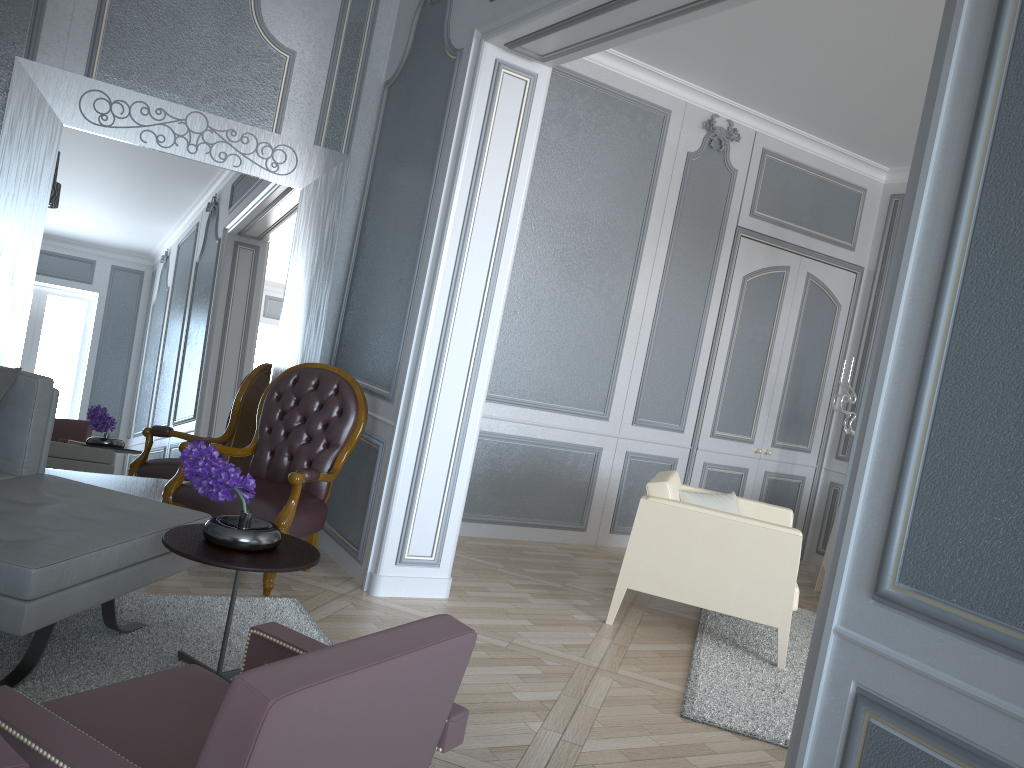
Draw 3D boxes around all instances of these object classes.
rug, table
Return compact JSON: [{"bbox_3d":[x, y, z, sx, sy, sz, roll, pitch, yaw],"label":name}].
[{"bbox_3d":[-1.645,0.678,1.525,3.199,0.010,2.022,10,3,-30],"label":"rug"},{"bbox_3d":[1.746,1.275,3.557,2.002,0.010,1.999,12,2,14],"label":"rug"},{"bbox_3d":[-0.759,0.619,2.389,0.413,0.385,0.415,10,3,-43],"label":"table"}]

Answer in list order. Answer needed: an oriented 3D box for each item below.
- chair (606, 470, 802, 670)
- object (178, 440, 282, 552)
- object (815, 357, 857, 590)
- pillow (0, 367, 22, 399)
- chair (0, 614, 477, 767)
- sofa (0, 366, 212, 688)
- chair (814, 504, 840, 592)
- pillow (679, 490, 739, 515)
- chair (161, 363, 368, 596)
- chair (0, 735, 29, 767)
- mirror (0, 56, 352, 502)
[{"bbox_3d":[0.908,0.775,4.016,0.738,0.620,0.854,12,2,14],"label":"chair"},{"bbox_3d":[-0.804,0.299,2.447,0.426,0.221,0.206,13,2,29],"label":"object"},{"bbox_3d":[2.084,0.568,5.306,0.447,1.385,0.446,12,2,14],"label":"object"},{"bbox_3d":[-1.773,0.083,2.661,0.422,0.354,0.253,12,2,7],"label":"pillow"},{"bbox_3d":[-0.472,0.602,1.337,0.607,0.620,0.575,12,2,29],"label":"chair"},{"bbox_3d":[-2.052,0.209,2.530,2.205,0.667,0.810,12,2,10],"label":"sofa"},{"bbox_3d":[2.157,0.995,4.761,0.856,0.620,0.737,12,2,15],"label":"chair"},{"bbox_3d":[0.930,0.641,4.147,0.360,0.285,0.183,10,2,-25],"label":"pillow"},{"bbox_3d":[-0.952,0.314,3.499,0.573,0.828,0.574,12,2,19],"label":"chair"},{"bbox_3d":[-0.840,0.553,0.743,0.607,0.620,0.575,12,2,29],"label":"chair"},{"bbox_3d":[-1.484,-0.290,3.772,1.398,1.792,0.251,10,2,-30],"label":"mirror"}]
